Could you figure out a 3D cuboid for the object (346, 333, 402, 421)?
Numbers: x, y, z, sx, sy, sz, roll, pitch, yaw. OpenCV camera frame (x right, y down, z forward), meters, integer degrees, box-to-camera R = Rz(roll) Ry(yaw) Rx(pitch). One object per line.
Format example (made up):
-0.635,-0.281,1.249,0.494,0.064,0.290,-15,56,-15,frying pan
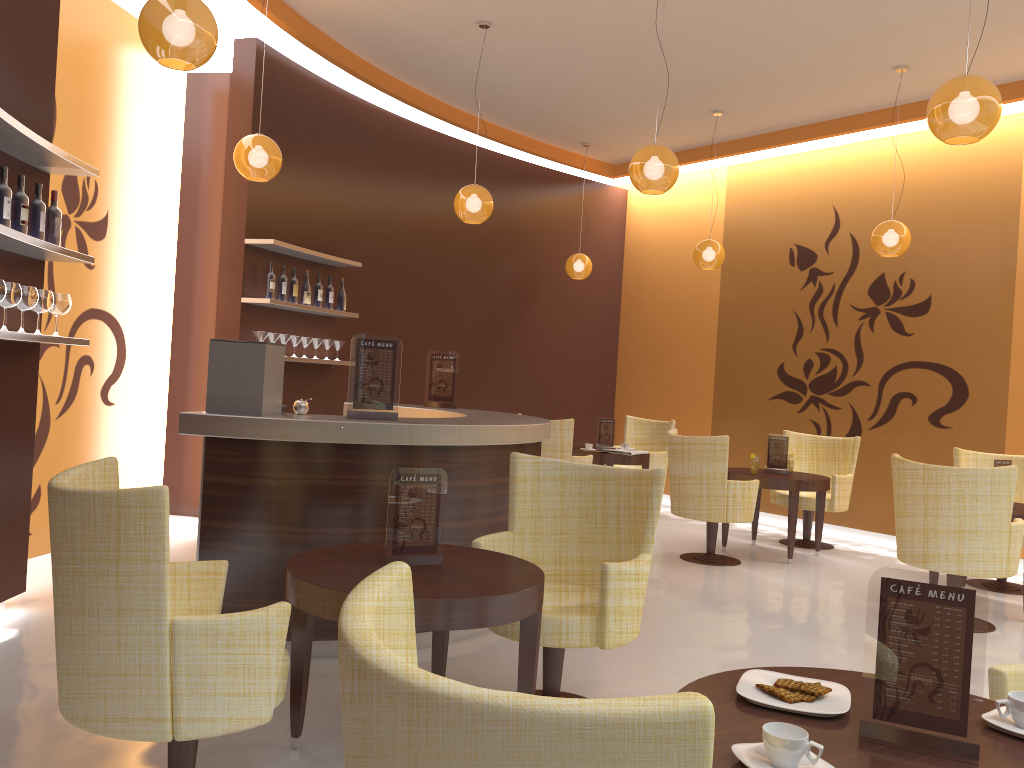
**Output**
-0.669,-0.033,4.326,0.258,0.414,0.052,3,0,-25,object

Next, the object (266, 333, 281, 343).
-1.871,-0.308,6.913,0.137,0.174,0.137,4,0,16,object

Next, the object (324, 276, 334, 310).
-1.565,-0.775,7.600,0.073,0.297,0.073,3,0,-1,object

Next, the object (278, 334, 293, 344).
-1.822,-0.306,7.060,0.137,0.174,0.137,4,0,26,object

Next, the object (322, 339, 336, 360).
-1.590,-0.293,7.625,0.137,0.174,0.137,3,0,-14,object

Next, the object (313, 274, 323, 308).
-1.628,-0.778,7.455,0.073,0.297,0.073,3,0,-1,object

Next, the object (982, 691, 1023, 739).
1.060,0.678,1.818,0.153,0.069,0.153,3,0,-39,object

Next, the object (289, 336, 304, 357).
-1.765,-0.301,7.203,0.137,0.174,0.137,4,0,26,object

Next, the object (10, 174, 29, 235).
-2.233,-0.799,4.020,0.073,0.297,0.073,3,0,-30,object

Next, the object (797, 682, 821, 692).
0.656,0.671,1.954,0.054,0.018,0.051,4,0,8,object

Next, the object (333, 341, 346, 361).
-1.528,-0.289,7.768,0.137,0.174,0.137,4,0,26,object

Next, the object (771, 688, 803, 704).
0.584,0.663,1.887,0.051,0.018,0.054,3,0,-41,object

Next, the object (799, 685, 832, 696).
0.658,0.663,1.919,0.052,0.016,0.055,3,0,-40,object

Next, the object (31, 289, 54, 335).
-2.282,-0.343,4.277,0.125,0.221,0.125,3,0,-14,object

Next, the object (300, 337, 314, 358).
-1.715,-0.299,7.341,0.137,0.174,0.137,4,0,26,object

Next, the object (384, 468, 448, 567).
-0.326,0.455,3.037,0.209,0.335,0.042,3,0,-25,object

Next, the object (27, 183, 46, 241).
-2.247,-0.801,4.195,0.073,0.297,0.073,3,0,-42,object

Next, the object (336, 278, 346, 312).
-1.490,-0.776,7.760,0.086,0.303,0.086,3,0,-25,object

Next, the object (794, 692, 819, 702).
0.627,0.673,1.907,0.054,0.018,0.051,4,0,38,object

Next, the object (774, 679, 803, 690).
0.614,0.668,1.972,0.055,0.014,0.053,4,0,34,object

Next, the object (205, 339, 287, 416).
-1.248,-0.031,4.252,0.270,0.340,0.373,4,0,6,object

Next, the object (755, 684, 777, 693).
0.564,0.664,1.929,0.052,0.018,0.055,3,0,-15,object

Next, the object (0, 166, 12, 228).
-2.219,-0.798,3.860,0.073,0.297,0.073,3,0,-30,object

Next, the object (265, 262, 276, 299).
-1.858,-0.789,6.823,0.073,0.297,0.073,3,0,-1,object

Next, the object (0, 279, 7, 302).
-2.229,-0.338,3.779,0.125,0.221,0.125,3,0,-14,object

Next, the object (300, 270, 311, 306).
-1.696,-0.786,7.311,0.086,0.303,0.086,4,0,34,object

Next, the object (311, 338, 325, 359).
-1.655,-0.296,7.482,0.137,0.174,0.137,4,0,26,object

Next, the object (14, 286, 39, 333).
-2.267,-0.341,4.108,0.125,0.221,0.125,3,0,-14,object

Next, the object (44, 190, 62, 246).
-2.256,-0.802,4.359,0.073,0.297,0.073,3,0,-30,object

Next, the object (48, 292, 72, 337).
-2.282,-0.344,4.447,0.125,0.221,0.125,3,0,-14,object

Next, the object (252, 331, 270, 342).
-1.921,-0.310,6.766,0.137,0.174,0.137,4,0,16,object

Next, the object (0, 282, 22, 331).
-2.251,-0.340,3.941,0.125,0.221,0.125,3,0,-14,object

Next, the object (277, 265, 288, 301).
-1.807,-0.786,6.986,0.073,0.297,0.073,3,0,-1,object

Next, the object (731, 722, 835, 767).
0.477,0.644,1.560,0.153,0.069,0.153,3,0,-17,object

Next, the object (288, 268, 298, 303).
-1.757,-0.784,7.134,0.073,0.297,0.073,3,0,-42,object

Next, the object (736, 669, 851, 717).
0.612,0.675,1.931,0.234,0.020,0.234,4,0,22,object
